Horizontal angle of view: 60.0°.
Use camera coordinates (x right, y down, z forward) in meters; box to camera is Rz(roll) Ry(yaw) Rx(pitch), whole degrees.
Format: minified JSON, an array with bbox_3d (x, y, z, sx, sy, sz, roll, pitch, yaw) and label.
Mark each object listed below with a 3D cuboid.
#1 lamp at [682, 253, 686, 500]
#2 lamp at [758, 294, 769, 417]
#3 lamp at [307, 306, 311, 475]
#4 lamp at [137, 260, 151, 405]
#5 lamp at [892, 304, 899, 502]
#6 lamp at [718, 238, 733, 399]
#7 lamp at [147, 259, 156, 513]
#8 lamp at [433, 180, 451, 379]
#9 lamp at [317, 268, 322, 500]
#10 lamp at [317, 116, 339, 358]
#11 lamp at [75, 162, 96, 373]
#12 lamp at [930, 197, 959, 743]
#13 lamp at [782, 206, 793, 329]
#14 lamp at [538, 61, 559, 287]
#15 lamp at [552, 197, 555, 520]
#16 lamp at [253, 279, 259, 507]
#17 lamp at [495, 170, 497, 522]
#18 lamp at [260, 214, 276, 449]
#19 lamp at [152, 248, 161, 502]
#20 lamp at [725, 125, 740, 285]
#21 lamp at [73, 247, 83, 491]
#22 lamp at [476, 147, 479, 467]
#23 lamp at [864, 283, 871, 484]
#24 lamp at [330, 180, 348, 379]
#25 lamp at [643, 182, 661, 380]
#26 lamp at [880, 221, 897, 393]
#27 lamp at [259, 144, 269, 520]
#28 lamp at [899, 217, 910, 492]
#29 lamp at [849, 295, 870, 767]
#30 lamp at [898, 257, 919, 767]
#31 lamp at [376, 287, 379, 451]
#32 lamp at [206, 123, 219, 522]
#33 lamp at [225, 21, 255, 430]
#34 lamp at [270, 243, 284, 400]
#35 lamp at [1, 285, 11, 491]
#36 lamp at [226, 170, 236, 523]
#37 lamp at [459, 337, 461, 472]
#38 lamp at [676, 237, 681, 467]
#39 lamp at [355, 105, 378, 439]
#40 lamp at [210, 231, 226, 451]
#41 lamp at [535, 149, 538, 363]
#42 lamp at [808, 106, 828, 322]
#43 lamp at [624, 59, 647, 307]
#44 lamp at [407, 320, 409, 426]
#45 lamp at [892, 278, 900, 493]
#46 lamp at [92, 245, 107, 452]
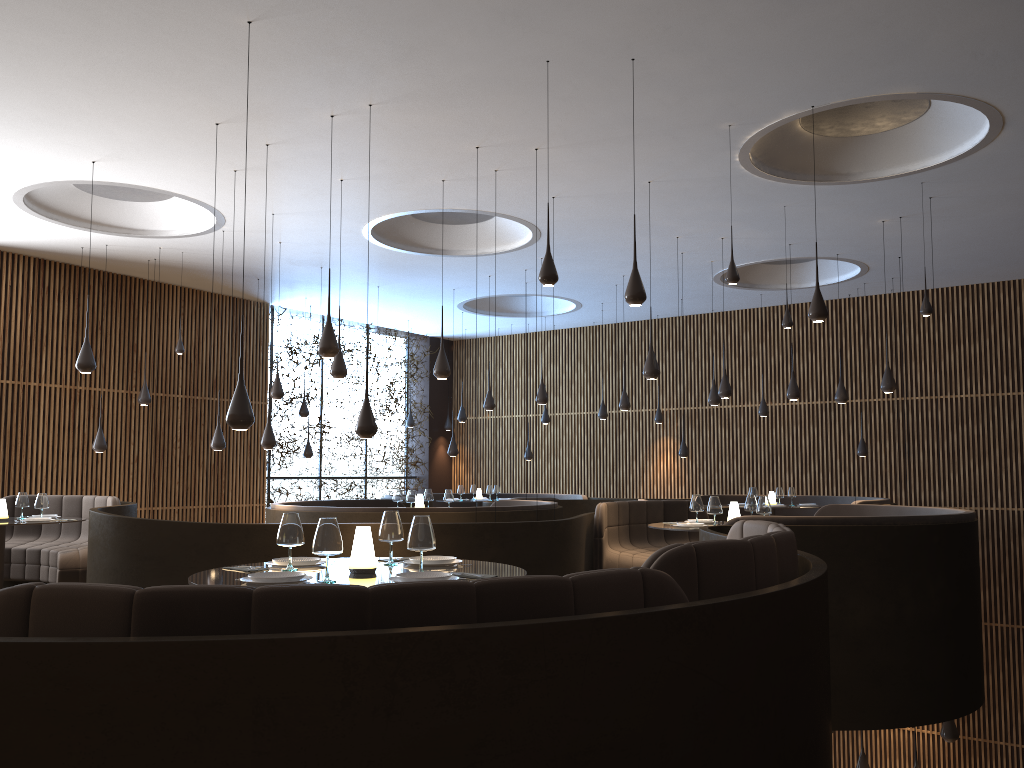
[{"bbox_3d":[2.518,1.185,12.900,0.196,6.262,0.196,2,-5,-20],"label":"lamp"},{"bbox_3d":[4.537,-0.521,16.076,0.196,2.219,0.196,-1,-4,10],"label":"lamp"},{"bbox_3d":[-3.928,1.605,17.036,0.196,6.262,0.196,3,-5,-30],"label":"lamp"},{"bbox_3d":[-5.570,-0.786,13.521,0.196,2.219,0.196,3,-5,-30],"label":"lamp"},{"bbox_3d":[6.741,1.453,15.508,0.196,6.262,0.196,3,-5,-30],"label":"lamp"},{"bbox_3d":[2.921,-0.911,12.227,0.196,2.219,0.196,2,-5,-20],"label":"lamp"},{"bbox_3d":[-5.437,1.221,13.277,0.196,6.262,0.196,-4,-6,42],"label":"lamp"},{"bbox_3d":[-0.769,-1.162,9.821,0.196,2.219,0.196,-2,-5,30],"label":"lamp"},{"bbox_3d":[-3.023,1.279,13.839,0.196,6.262,0.196,1,-4,-10],"label":"lamp"},{"bbox_3d":[-1.647,-1.341,8.035,0.196,2.219,0.196,2,-5,-20],"label":"lamp"},{"bbox_3d":[-4.395,-1.221,9.227,0.196,2.219,0.196,2,-5,-20],"label":"lamp"},{"bbox_3d":[4.954,0.917,10.271,0.196,6.262,0.196,1,-4,-10],"label":"lamp"},{"bbox_3d":[3.335,-1.424,10.788,0.133,1.505,0.133,-2,-5,30],"label":"lamp"},{"bbox_3d":[0.236,-1.380,5.790,0.132,1.495,0.132,-4,-6,40],"label":"lamp"},{"bbox_3d":[0.489,0.915,10.267,0.196,6.262,0.196,2,-5,-20],"label":"lamp"},{"bbox_3d":[-4.262,1.363,14.666,0.196,6.262,0.196,-1,-4,10],"label":"lamp"},{"bbox_3d":[-0.175,0.821,9.342,0.196,6.262,0.196,3,-5,-30],"label":"lamp"},{"bbox_3d":[-3.012,-0.668,11.071,0.196,2.954,0.196,0,-4,0],"label":"lamp"},{"bbox_3d":[-5.098,1.153,12.611,0.196,6.262,0.196,2,-5,-27],"label":"lamp"},{"bbox_3d":[2.047,-1.677,8.285,0.133,1.505,0.133,-2,-5,30],"label":"lamp"},{"bbox_3d":[-6.217,1.151,12.597,0.196,6.262,0.196,-4,-6,42],"label":"lamp"},{"bbox_3d":[-0.350,0.751,8.665,0.196,6.262,0.196,-2,-5,20],"label":"lamp"},{"bbox_3d":[6.051,1.400,14.985,0.196,6.262,0.196,4,-6,-40],"label":"lamp"},{"bbox_3d":[-1.899,-1.161,9.800,0.196,2.219,0.196,-4,-6,40],"label":"lamp"},{"bbox_3d":[1.540,-1.157,9.866,0.196,2.219,0.196,1,-4,-10],"label":"lamp"},{"bbox_3d":[4.807,-0.995,11.404,0.196,2.219,0.196,-2,-5,30],"label":"lamp"},{"bbox_3d":[-2.437,0.743,8.595,0.196,6.262,0.196,-4,-6,40],"label":"lamp"},{"bbox_3d":[4.952,0.999,11.070,0.196,6.262,0.196,1,-4,-10],"label":"lamp"},{"bbox_3d":[4.511,1.930,11.621,0.196,6.262,0.196,1,-4,-10],"label":"lamp"},{"bbox_3d":[4.659,1.599,10.431,0.196,6.262,0.196,1,-4,-10],"label":"lamp"},{"bbox_3d":[-2.338,1.425,15.265,0.196,6.262,0.196,1,-4,-10],"label":"lamp"},{"bbox_3d":[-2.764,0.690,8.072,0.196,6.262,0.196,2,-5,-20],"label":"lamp"},{"bbox_3d":[-1.907,-1.152,6.328,0.196,2.954,0.196,2,-5,-20],"label":"lamp"},{"bbox_3d":[-3.279,-0.890,12.463,0.196,2.219,0.196,-2,-5,30],"label":"lamp"},{"bbox_3d":[-6.950,1.762,12.047,0.196,6.262,0.196,-1,-4,10],"label":"lamp"},{"bbox_3d":[-2.992,0.820,9.350,0.196,6.262,0.196,-4,-6,40],"label":"lamp"},{"bbox_3d":[-1.244,2.009,20.974,0.196,6.262,0.196,3,-5,-30],"label":"lamp"},{"bbox_3d":[2.288,1.096,12.029,0.196,6.262,0.196,2,-5,-20],"label":"lamp"},{"bbox_3d":[-1.260,-1.004,7.772,0.196,2.954,0.196,-4,-6,40],"label":"lamp"},{"bbox_3d":[-3.890,-0.589,11.844,0.196,2.954,0.196,1,-4,-10],"label":"lamp"},{"bbox_3d":[0.245,0.756,8.711,0.196,6.262,0.196,-2,-5,20],"label":"lamp"},{"bbox_3d":[2.089,-1.176,6.104,0.133,1.505,0.133,-2,-5,20],"label":"lamp"},{"bbox_3d":[0.844,-1.400,6.124,0.153,1.733,0.153,0,-4,0],"label":"lamp"},{"bbox_3d":[-2.209,1.772,18.659,0.196,6.262,0.196,3,-5,-30],"label":"lamp"},{"bbox_3d":[6.351,1.356,14.562,0.196,6.262,0.196,4,-6,-40],"label":"lamp"},{"bbox_3d":[-5.798,-0.515,12.579,0.196,2.954,0.196,-2,-5,20],"label":"lamp"}]
